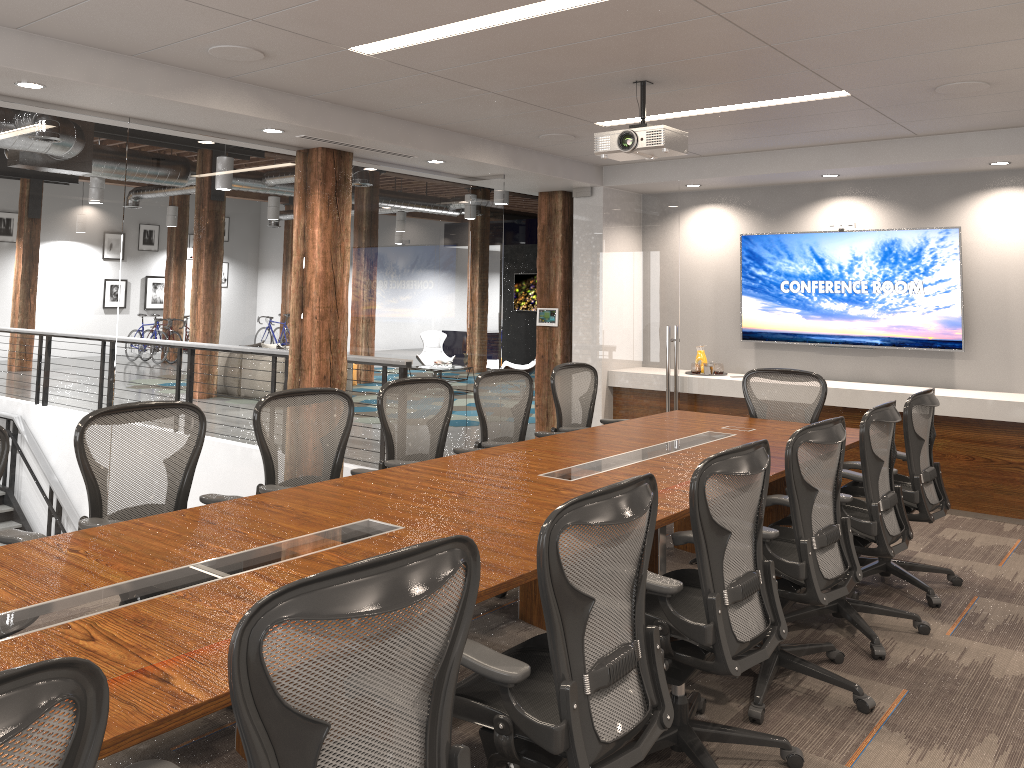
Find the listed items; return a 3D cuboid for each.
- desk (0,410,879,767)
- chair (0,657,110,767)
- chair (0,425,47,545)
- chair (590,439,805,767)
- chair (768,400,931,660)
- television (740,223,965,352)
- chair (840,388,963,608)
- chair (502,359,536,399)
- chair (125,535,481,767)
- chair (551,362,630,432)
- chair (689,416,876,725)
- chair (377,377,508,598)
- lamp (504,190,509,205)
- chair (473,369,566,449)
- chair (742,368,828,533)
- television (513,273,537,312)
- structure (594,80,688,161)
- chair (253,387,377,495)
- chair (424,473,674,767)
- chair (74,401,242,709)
[{"bbox_3d":[-0.132,0.834,3.417,1.405,0.759,6.030,3,6,38],"label":"desk"},{"bbox_3d":[-0.944,0.900,1.066,0.792,1.102,0.765,0,-2,32],"label":"chair"},{"bbox_3d":[-1.905,0.696,2.925,0.792,1.102,0.765,0,-2,20],"label":"chair"},{"bbox_3d":[0.541,0.723,3.007,0.760,1.102,0.797,0,-2,40],"label":"chair"},{"bbox_3d":[1.557,0.610,4.264,0.797,1.102,0.760,2,-2,-41],"label":"chair"},{"bbox_3d":[2.933,-0.873,7.694,1.910,1.118,0.064,3,-3,38],"label":"television"},{"bbox_3d":[2.045,0.553,4.893,0.760,1.102,0.797,0,-2,40],"label":"chair"},{"bbox_3d":[0.147,-0.260,13.457,0.788,0.931,0.672,1,-1,-14],"label":"chair"},{"bbox_3d":[-0.454,0.837,1.751,0.761,1.102,0.796,0,-2,38],"label":"chair"},{"bbox_3d":[0.631,0.420,5.998,0.760,1.102,0.797,-1,-2,44],"label":"chair"},{"bbox_3d":[1.060,0.672,3.585,0.792,1.102,0.765,0,-2,24],"label":"chair"},{"bbox_3d":[-0.352,0.534,4.738,0.760,1.102,0.797,0,-2,31],"label":"chair"},{"bbox_3d":[-0.134,-3.446,12.223,0.202,1.884,0.203,-3,-6,38],"label":"lamp"},{"bbox_3d":[0.120,0.471,5.422,0.792,1.102,0.765,0,-2,22],"label":"chair"},{"bbox_3d":[1.749,0.463,5.737,0.770,1.102,0.787,0,-2,22],"label":"chair"},{"bbox_3d":[0.626,-1.882,17.946,1.463,0.804,0.049,3,-2,38],"label":"television"},{"bbox_3d":[0.753,-1.555,5.115,0.460,0.460,0.316,1,-1,38],"label":"structure"},{"bbox_3d":[-0.848,0.588,4.135,0.792,1.102,0.765,0,-2,24],"label":"chair"},{"bbox_3d":[0.057,0.786,2.324,0.792,1.102,0.765,0,-2,19],"label":"chair"},{"bbox_3d":[-1.352,0.647,3.485,0.761,1.102,0.797,0,-2,27],"label":"chair"}]
